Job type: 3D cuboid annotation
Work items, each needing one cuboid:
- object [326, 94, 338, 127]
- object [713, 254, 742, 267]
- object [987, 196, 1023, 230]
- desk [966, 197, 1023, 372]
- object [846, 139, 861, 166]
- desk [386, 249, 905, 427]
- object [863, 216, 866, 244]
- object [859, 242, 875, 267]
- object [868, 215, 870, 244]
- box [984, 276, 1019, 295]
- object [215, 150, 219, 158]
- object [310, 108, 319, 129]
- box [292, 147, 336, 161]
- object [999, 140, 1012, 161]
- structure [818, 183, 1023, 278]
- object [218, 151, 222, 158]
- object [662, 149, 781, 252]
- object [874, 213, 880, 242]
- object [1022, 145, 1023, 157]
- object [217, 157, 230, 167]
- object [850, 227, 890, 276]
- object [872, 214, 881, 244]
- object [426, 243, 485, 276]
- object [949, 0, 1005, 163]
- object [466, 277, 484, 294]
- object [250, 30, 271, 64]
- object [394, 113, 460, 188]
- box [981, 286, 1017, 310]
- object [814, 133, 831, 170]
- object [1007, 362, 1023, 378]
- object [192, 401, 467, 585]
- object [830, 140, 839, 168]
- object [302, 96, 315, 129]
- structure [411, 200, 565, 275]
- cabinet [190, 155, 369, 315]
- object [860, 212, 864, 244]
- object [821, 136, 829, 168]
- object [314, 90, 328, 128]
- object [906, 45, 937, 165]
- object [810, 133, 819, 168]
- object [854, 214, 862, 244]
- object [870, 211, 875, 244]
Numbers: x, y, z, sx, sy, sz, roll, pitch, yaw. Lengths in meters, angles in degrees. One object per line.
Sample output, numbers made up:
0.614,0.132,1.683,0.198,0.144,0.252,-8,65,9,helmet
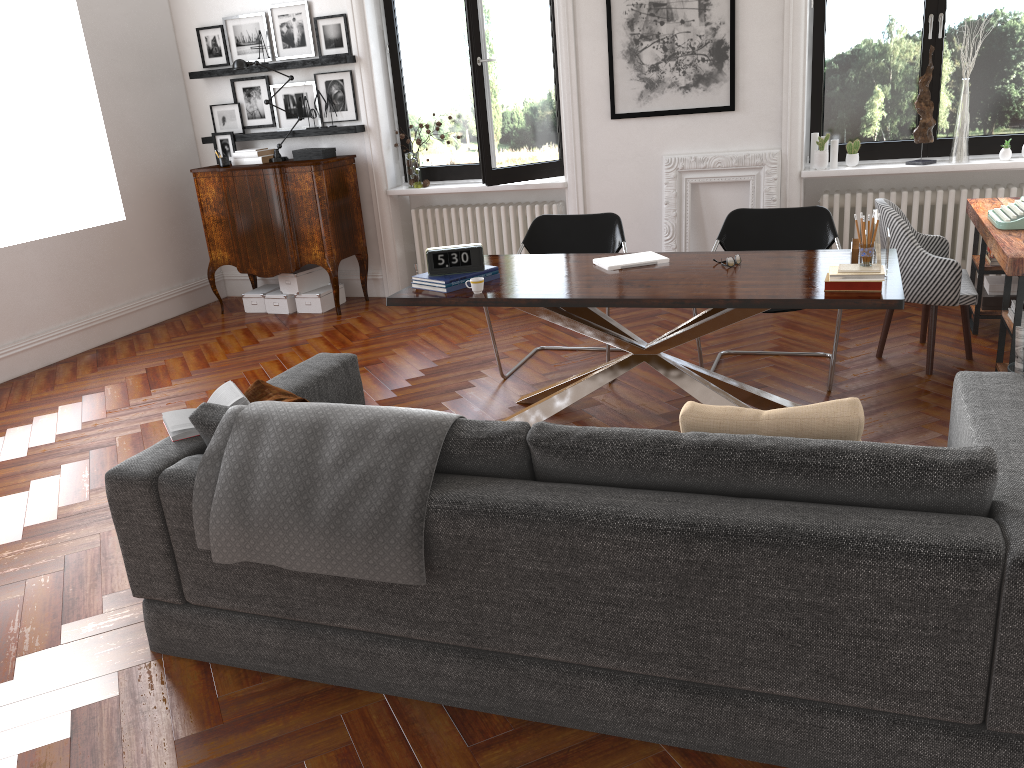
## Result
-1.472,-2.219,7.202,0.110,0.264,0.040,3,21,21,object
1.035,-0.591,4.207,0.114,0.048,0.132,-10,19,-14,object
2.749,-0.924,4.582,0.484,0.150,0.531,2,20,19,object
2.824,-0.478,4.687,0.647,0.763,1.786,3,20,21,desk
2.373,-1.610,6.166,0.097,0.187,0.098,13,26,42,object
0.653,-0.170,4.318,2.225,0.756,1.023,2,20,21,desk
1.412,-0.579,3.547,0.008,0.194,0.049,14,27,43,object
1.434,-0.525,3.589,0.058,0.091,0.058,-2,20,8,object
1.425,-0.581,3.541,0.008,0.196,0.036,8,23,32,object
2.997,-0.594,5.336,0.256,0.067,0.236,2,20,21,box
-2.357,-1.821,7.129,0.050,0.120,0.010,4,21,23,object
-1.611,-2.156,7.209,0.066,0.162,0.040,3,21,21,object
-1.593,-1.856,7.153,0.282,0.087,0.207,2,20,21,box
3.223,-1.529,5.785,0.071,0.135,0.072,-22,26,-40,object
2.876,-0.990,6.286,1.453,0.783,0.224,2,21,21,structure
-2.342,-1.822,7.150,0.046,0.140,0.010,2,21,18,object
1.496,-1.114,6.403,0.829,1.069,0.232,3,21,21,object
1.454,-0.589,3.558,0.008,0.196,0.038,-22,26,-39,object
3.415,-1.533,5.804,0.134,0.098,0.131,-8,19,-8,object
-2.317,-1.784,7.137,0.091,0.078,0.091,-7,19,-5,object
1.542,-0.572,3.828,0.149,0.167,0.227,3,20,21,object
1.448,-0.584,3.549,0.008,0.195,0.044,-20,24,-35,object
-0.271,-0.595,4.250,0.275,0.126,0.081,-6,19,-4,object
2.971,-1.962,5.695,0.295,1.061,0.288,4,21,23,object
-0.164,-0.453,4.082,0.082,0.065,0.064,12,25,40,object
-2.044,-2.725,7.187,0.174,0.262,0.040,3,21,21,object
-0.685,-1.921,7.236,0.541,0.603,0.315,-7,20,-7,object
3.002,-0.521,5.359,0.317,0.083,0.294,2,20,21,box
2.142,-1.609,6.132,0.102,0.246,0.097,-5,19,0,object
2.324,0.078,3.921,0.260,0.307,0.259,-10,20,-13,object
-0.528,0.280,2.568,0.752,0.390,0.397,2,20,21,object
2.241,-1.601,6.167,0.051,0.189,0.051,-17,23,-31,object
-1.670,-2.214,7.240,0.124,0.262,0.040,3,21,21,object
-0.183,-1.111,7.440,1.453,0.783,0.224,2,21,21,structure
-1.910,-1.216,7.380,1.265,1.226,0.636,2,21,21,cabinet
1.423,-0.596,3.594,0.008,0.194,0.049,-8,20,-8,object
2.186,-1.622,6.207,0.051,0.214,0.051,-17,23,-31,object
-1.548,-2.230,7.196,0.118,0.301,0.040,3,21,21,object
2.732,-1.838,5.866,0.142,0.759,0.164,-14,22,-24,object
2.130,-1.643,6.243,0.051,0.240,0.051,-17,23,-31,object
1.403,-0.589,3.577,0.049,0.194,0.008,4,22,24,object
1.449,-0.597,3.582,0.032,0.197,0.008,-13,21,-22,object
